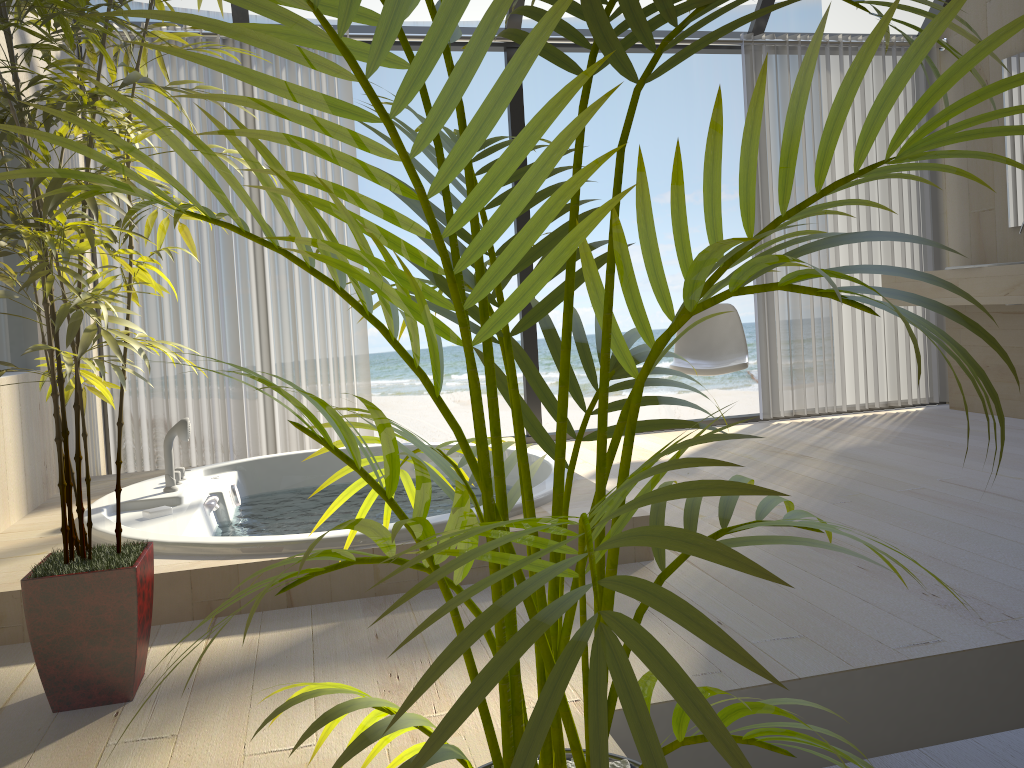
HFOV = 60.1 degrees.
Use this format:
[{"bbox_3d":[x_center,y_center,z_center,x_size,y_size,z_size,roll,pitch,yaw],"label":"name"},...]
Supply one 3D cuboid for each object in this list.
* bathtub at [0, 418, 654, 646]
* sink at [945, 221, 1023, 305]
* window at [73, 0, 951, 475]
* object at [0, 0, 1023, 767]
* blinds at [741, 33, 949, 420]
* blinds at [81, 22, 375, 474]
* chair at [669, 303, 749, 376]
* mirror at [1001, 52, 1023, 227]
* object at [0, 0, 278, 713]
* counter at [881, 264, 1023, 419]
[{"bbox_3d":[-0.688,0.441,3.019,1.823,0.697,1.650,-4,5,-13],"label":"bathtub"},{"bbox_3d":[2.394,-0.591,4.293,0.504,0.418,0.575,-4,4,-10],"label":"sink"},{"bbox_3d":[0.310,-1.090,4.334,4.564,2.809,0.746,-4,2,-13],"label":"window"},{"bbox_3d":[0.061,-0.034,0.864,1.067,1.343,0.873,-5,3,-25],"label":"object"},{"bbox_3d":[1.856,-0.887,4.905,1.184,2.067,0.084,-4,2,-13],"label":"blinds"},{"bbox_3d":[-1.304,-0.637,4.154,1.184,2.067,0.084,-4,2,-13],"label":"blinds"},{"bbox_3d":[0.964,-0.218,4.340,0.369,0.347,0.456,-2,4,15],"label":"chair"},{"bbox_3d":[2.654,-1.227,4.295,0.023,0.867,0.654,-4,3,-13],"label":"mirror"},{"bbox_3d":[-0.932,-0.251,1.735,0.786,1.753,0.938,-3,2,12],"label":"object"},{"bbox_3d":[2.457,-0.184,4.348,0.551,0.789,1.208,-4,4,-13],"label":"counter"}]
